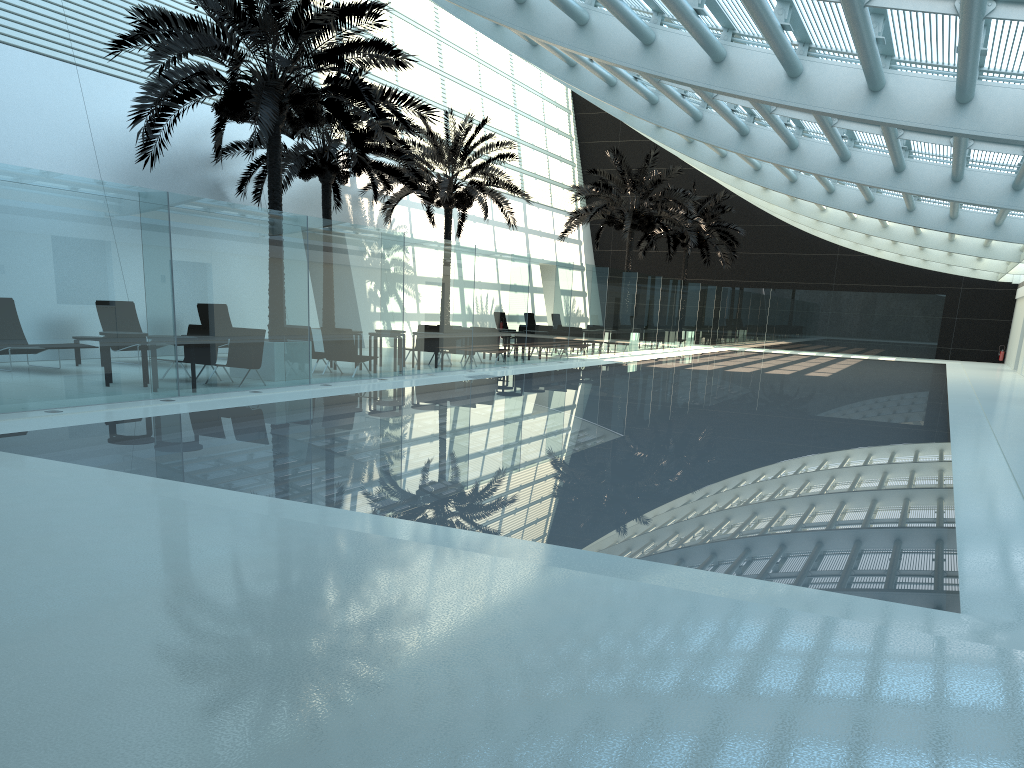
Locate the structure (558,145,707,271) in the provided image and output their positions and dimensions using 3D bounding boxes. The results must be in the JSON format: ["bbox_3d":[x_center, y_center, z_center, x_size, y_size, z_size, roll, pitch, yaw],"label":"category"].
[{"bbox_3d":[4.245,-4.761,31.314,4.791,7.267,4.311,7,13,18],"label":"structure"}]

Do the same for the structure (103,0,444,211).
[{"bbox_3d":[-4.098,-3.622,14.458,4.713,7.266,4.384,14,17,42],"label":"structure"}]

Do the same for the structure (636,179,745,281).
[{"bbox_3d":[7.820,-5.243,38.473,4.455,7.266,4.638,3,12,4],"label":"structure"}]

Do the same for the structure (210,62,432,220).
[{"bbox_3d":[-4.453,-4.123,20.801,4.640,7.075,4.124,3,12,4],"label":"structure"}]

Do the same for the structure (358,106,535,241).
[{"bbox_3d":[-2.020,-4.527,26.159,4.611,7.137,4.151,-5,14,-30],"label":"structure"}]
